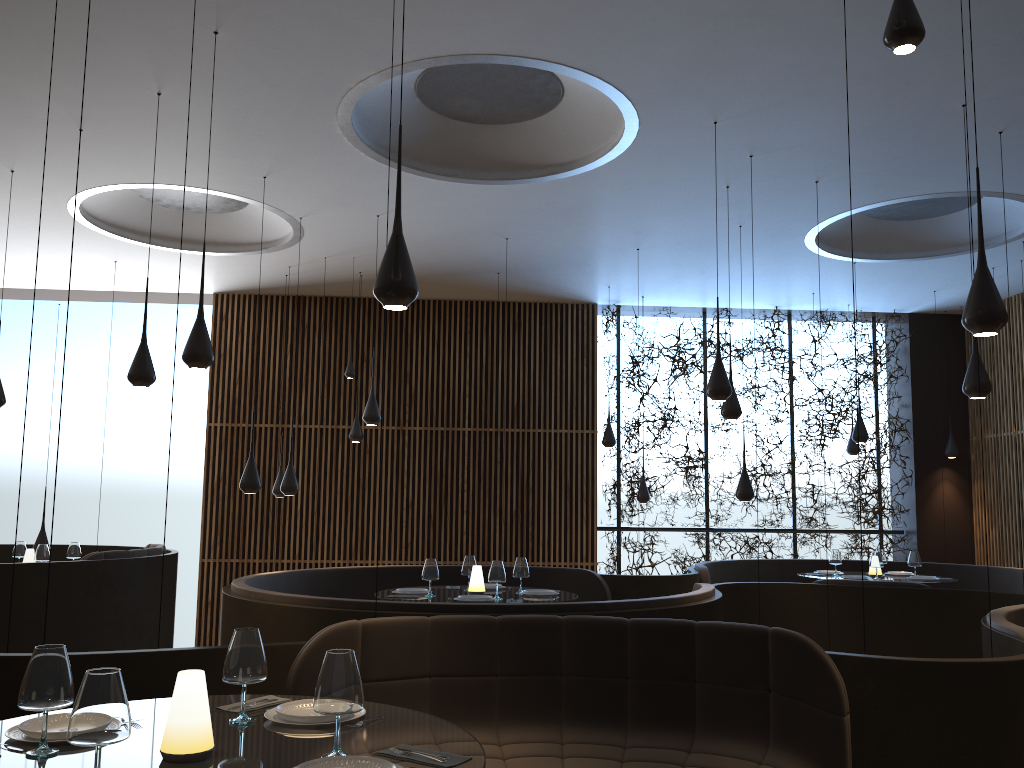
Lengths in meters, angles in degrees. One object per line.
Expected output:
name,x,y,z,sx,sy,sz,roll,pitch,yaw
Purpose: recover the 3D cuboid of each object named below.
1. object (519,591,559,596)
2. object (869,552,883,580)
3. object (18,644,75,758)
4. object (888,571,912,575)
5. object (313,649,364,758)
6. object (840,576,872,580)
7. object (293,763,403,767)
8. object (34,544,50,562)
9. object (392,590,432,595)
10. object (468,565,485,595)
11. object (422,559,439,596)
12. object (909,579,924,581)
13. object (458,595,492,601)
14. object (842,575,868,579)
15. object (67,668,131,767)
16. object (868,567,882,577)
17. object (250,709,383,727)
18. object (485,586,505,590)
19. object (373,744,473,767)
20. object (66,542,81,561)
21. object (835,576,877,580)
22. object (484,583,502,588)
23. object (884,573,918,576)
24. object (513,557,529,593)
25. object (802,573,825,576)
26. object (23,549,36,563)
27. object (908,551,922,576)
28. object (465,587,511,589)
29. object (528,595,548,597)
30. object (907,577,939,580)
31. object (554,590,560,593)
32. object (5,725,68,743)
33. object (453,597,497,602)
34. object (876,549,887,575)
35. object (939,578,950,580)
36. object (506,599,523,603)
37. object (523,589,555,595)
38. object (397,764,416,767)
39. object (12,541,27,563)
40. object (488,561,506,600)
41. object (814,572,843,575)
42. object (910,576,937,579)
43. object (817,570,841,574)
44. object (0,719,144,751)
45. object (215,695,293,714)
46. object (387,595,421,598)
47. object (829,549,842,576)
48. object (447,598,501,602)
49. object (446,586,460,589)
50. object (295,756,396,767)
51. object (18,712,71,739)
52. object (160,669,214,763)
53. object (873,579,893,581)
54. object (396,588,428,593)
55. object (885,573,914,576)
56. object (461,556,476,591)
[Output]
object,0.225,1.734,7.334,0.332,0.014,0.333,-1,-8,14
object,3.945,1.966,9.598,0.142,0.294,0.142,2,-7,-11
object,-1.318,0.894,2.510,0.142,0.294,0.142,7,-9,-44
object,4.506,2.200,10.296,0.263,0.029,0.264,2,-8,-12
object,-0.489,0.904,2.500,0.142,0.294,0.142,-5,-9,42
object,3.711,2.098,9.578,0.332,0.014,0.333,3,-8,-17
object,-0.428,1.009,2.261,0.332,0.014,0.332,7,-10,-38
object,-4.662,1.739,8.793,0.142,0.294,0.142,1,-7,-1
object,-0.821,1.715,7.293,0.332,0.014,0.332,5,-9,-28
object,-0.290,1.621,7.339,0.144,0.231,0.143,-1,-7,12
object,-0.657,1.558,7.142,0.142,0.294,0.142,7,-9,-42
object,4.458,2.114,9.614,0.411,0.012,0.204,8,-11,-42
object,-0.282,1.640,6.784,0.263,0.029,0.264,-1,-8,12
object,3.711,2.088,9.579,0.263,0.029,0.264,1,-8,2
object,-1.004,0.849,2.157,0.142,0.294,0.142,-1,-7,14
object,4.089,2.053,9.984,0.144,0.231,0.142,4,-8,-23
object,-0.652,1.106,2.963,0.411,0.012,0.205,-3,-9,26
object,-0.221,1.801,7.848,0.332,0.014,0.333,0,-8,4
object,-0.253,1.053,2.505,0.262,0.017,0.127,-4,-9,32
object,-4.625,1.819,9.357,0.142,0.294,0.142,6,-8,-36
object,3.707,2.099,9.581,0.411,0.012,0.205,-7,-11,42
object,-0.221,1.792,7.850,0.263,0.029,0.263,7,-10,-37
object,4.510,2.210,10.292,0.411,0.012,0.205,-6,-10,38
object,0.076,1.622,7.526,0.142,0.294,0.142,-1,-7,17
object,3.449,2.179,10.129,0.126,0.017,0.262,8,-11,-41
object,-4.951,1.808,9.093,0.142,0.231,0.145,-1,-7,17
object,4.481,2.010,9.864,0.142,0.294,0.142,-5,-9,39
object,-0.217,1.803,7.849,0.411,0.012,0.205,2,-8,-6
object,0.225,1.735,7.329,0.204,0.012,0.412,0,-8,3
object,4.462,2.113,9.618,0.332,0.014,0.333,3,-8,-18
object,0.281,1.784,7.628,0.262,0.017,0.127,0,-8,7
object,-1.367,1.061,2.722,0.332,0.014,0.333,1,-8,-2
object,-0.282,1.650,6.782,0.332,0.014,0.333,0,-8,5
object,4.276,2.068,10.289,0.142,0.294,0.142,1,-7,-4
object,4.710,2.148,9.788,0.126,0.017,0.262,7,-10,-38
object,0.019,1.657,6.753,0.126,0.017,0.263,0,-8,2
object,0.225,1.725,7.335,0.263,0.029,0.264,2,-8,-8
object,-0.430,1.009,2.257,0.204,0.012,0.412,-3,-9,28
object,-5.222,1.818,9.402,0.142,0.294,0.142,5,-8,-30
object,-0.117,1.540,6.963,0.142,0.294,0.142,5,-8,-33
object,3.686,2.202,10.317,0.332,0.014,0.333,2,-8,-6
object,4.462,2.104,9.619,0.263,0.029,0.264,3,-8,-15
object,3.686,2.192,10.318,0.263,0.029,0.264,-4,-9,32
object,-1.365,1.063,2.726,0.204,0.012,0.412,-4,-9,31
object,-0.908,1.133,3.132,0.126,0.017,0.262,-4,-9,30
object,-0.858,1.679,6.994,0.262,0.017,0.127,0,-8,3
object,3.686,2.033,10.101,0.142,0.294,0.142,2,-7,-9
object,-0.287,1.651,6.782,0.410,0.012,0.205,1,-8,-2
object,-0.524,1.805,7.854,0.126,0.017,0.263,1,-8,-2
object,-0.428,0.999,2.262,0.263,0.029,0.264,4,-8,-19
object,-1.367,1.052,2.723,0.263,0.029,0.264,1,-8,1
object,-0.909,0.928,2.495,0.142,0.231,0.145,5,-8,-29
object,3.905,2.075,9.347,0.262,0.017,0.126,8,-11,-43
object,-0.821,1.705,7.294,0.263,0.029,0.264,-1,-8,10
object,4.506,2.209,10.295,0.332,0.014,0.333,2,-8,-6
object,-0.370,1.639,7.687,0.142,0.294,0.142,6,-9,-37
